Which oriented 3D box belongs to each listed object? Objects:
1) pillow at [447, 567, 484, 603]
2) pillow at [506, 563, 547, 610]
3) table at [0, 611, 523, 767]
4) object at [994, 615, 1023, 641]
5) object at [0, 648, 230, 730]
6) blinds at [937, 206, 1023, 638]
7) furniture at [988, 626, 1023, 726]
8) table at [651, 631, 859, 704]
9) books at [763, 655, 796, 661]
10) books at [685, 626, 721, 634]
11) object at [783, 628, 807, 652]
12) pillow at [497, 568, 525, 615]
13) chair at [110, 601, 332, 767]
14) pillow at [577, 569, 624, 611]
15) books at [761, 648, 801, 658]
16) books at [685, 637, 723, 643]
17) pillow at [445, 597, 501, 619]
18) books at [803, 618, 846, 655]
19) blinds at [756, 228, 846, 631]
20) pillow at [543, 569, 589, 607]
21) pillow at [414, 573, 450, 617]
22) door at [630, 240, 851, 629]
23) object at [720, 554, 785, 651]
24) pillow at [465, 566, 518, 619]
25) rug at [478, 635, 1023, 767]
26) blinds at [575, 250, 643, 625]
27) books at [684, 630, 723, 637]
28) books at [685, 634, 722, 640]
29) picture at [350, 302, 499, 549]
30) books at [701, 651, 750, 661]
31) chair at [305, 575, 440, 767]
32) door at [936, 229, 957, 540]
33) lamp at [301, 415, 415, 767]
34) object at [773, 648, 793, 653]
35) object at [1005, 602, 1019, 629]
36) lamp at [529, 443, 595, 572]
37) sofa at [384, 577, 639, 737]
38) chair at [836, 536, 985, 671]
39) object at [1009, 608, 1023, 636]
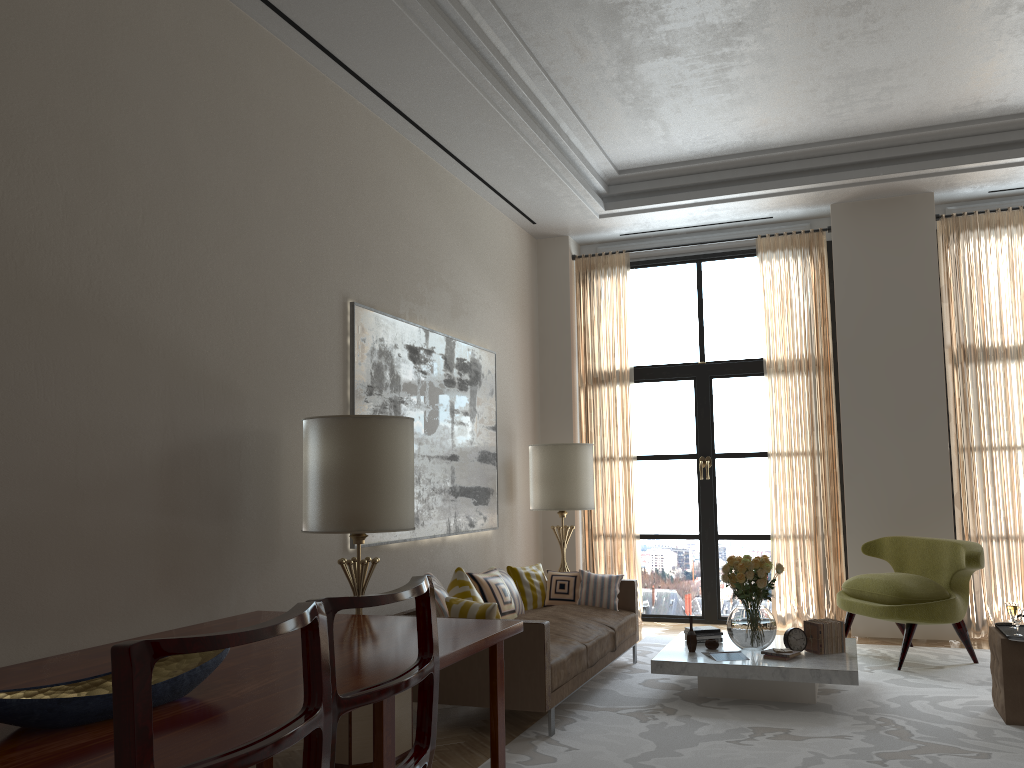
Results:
[{"bbox_3d":[-0.372,1.819,7.306,0.355,0.615,0.769,2,-6,-26],"label":"pillow"},{"bbox_3d":[0.197,2.076,9.023,0.297,0.474,0.516,-6,-8,42],"label":"pillow"},{"bbox_3d":[-1.438,1.711,3.523,1.801,1.024,3.809,-3,-7,20],"label":"table"},{"bbox_3d":[3.914,1.822,6.611,0.491,0.091,0.804,-3,-7,20],"label":"object"},{"bbox_3d":[-1.423,1.066,3.132,0.331,0.163,1.085,-5,-8,31],"label":"object"},{"bbox_3d":[5.471,0.453,10.032,0.960,4.862,0.420,-3,-5,22],"label":"blinds"},{"bbox_3d":[3.926,2.167,6.582,0.614,0.614,0.615,-3,-6,20],"label":"furniture"},{"bbox_3d":[2.140,2.460,7.657,1.584,0.342,1.504,-3,-7,20],"label":"table"},{"bbox_3d":[2.200,2.232,7.280,0.197,0.024,0.256,-6,-8,38],"label":"books"},{"bbox_3d":[1.730,2.235,8.060,0.260,0.030,0.207,0,-7,-12],"label":"books"},{"bbox_3d":[2.389,2.158,7.468,0.204,0.208,0.082,1,-6,-18],"label":"object"},{"bbox_3d":[-0.116,2.023,8.212,0.371,0.564,0.661,-3,-6,16],"label":"pillow"},{"bbox_3d":[-0.918,1.278,1.991,0.878,1.502,0.657,-3,-6,20],"label":"chair"},{"bbox_3d":[0.871,2.071,8.826,0.498,0.427,0.327,-2,-6,8],"label":"pillow"},{"bbox_3d":[2.210,2.208,7.279,0.202,0.026,0.256,5,-9,-44],"label":"books"},{"bbox_3d":[1.741,2.317,8.057,0.280,0.035,0.208,0,-7,-12],"label":"books"},{"bbox_3d":[-0.266,1.823,6.678,0.483,0.432,0.318,-4,-7,30],"label":"pillow"},{"bbox_3d":[2.637,2.129,7.489,0.282,0.264,0.211,1,-6,-19],"label":"books"},{"bbox_3d":[3.506,0.570,10.763,0.874,4.862,0.419,-3,-5,23],"label":"blinds"},{"bbox_3d":[0.541,2.098,8.987,0.464,0.411,0.304,-3,-6,19],"label":"pillow"},{"bbox_3d":[-0.585,1.799,6.961,0.355,0.575,0.625,-1,-6,-1],"label":"pillow"},{"bbox_3d":[2.493,0.671,11.379,3.259,4.755,0.240,-3,-5,20],"label":"door"},{"bbox_3d":[2.091,1.889,7.659,0.540,0.819,0.628,-3,-6,16],"label":"object"},{"bbox_3d":[-0.195,1.917,7.842,0.404,0.546,0.618,-3,-6,24],"label":"pillow"},{"bbox_3d":[3.180,2.483,6.825,5.520,0.065,5.744,-3,-7,20],"label":"rug"},{"bbox_3d":[1.266,0.710,11.598,0.781,4.874,0.420,-3,-5,23],"label":"blinds"},{"bbox_3d":[1.739,2.263,8.064,0.280,0.024,0.230,1,-7,-14],"label":"books"},{"bbox_3d":[1.733,2.286,8.050,0.262,0.024,0.208,1,-7,-16],"label":"books"},{"bbox_3d":[-0.737,0.476,8.573,0.045,1.993,3.068,-3,-6,21],"label":"picture"},{"bbox_3d":[1.768,2.243,7.361,0.281,0.038,0.385,0,-7,-7],"label":"books"},{"bbox_3d":[-0.701,1.344,2.599,0.878,1.502,0.657,-3,-6,20],"label":"chair"},{"bbox_3d":[6.513,0.430,9.881,3.087,4.755,0.240,-3,-5,20],"label":"door"},{"bbox_3d":[-1.041,1.364,6.027,0.767,2.249,0.769,0,-5,-13],"label":"lamp"},{"bbox_3d":[2.224,2.187,7.282,0.139,0.019,0.137,-1,-7,5],"label":"object"},{"bbox_3d":[3.875,1.793,6.861,0.098,0.191,0.098,-1,-5,3],"label":"object"},{"bbox_3d":[0.598,1.839,10.378,0.767,2.249,0.769,1,-5,-16],"label":"lamp"},{"bbox_3d":[0.147,2.280,7.824,1.352,0.817,2.986,-3,-7,20],"label":"sofa"},{"bbox_3d":[3.902,2.174,8.929,1.029,1.210,1.795,0,-6,-12],"label":"chair"},{"bbox_3d":[3.730,1.759,6.546,0.098,0.191,0.098,4,-7,-44],"label":"object"}]
